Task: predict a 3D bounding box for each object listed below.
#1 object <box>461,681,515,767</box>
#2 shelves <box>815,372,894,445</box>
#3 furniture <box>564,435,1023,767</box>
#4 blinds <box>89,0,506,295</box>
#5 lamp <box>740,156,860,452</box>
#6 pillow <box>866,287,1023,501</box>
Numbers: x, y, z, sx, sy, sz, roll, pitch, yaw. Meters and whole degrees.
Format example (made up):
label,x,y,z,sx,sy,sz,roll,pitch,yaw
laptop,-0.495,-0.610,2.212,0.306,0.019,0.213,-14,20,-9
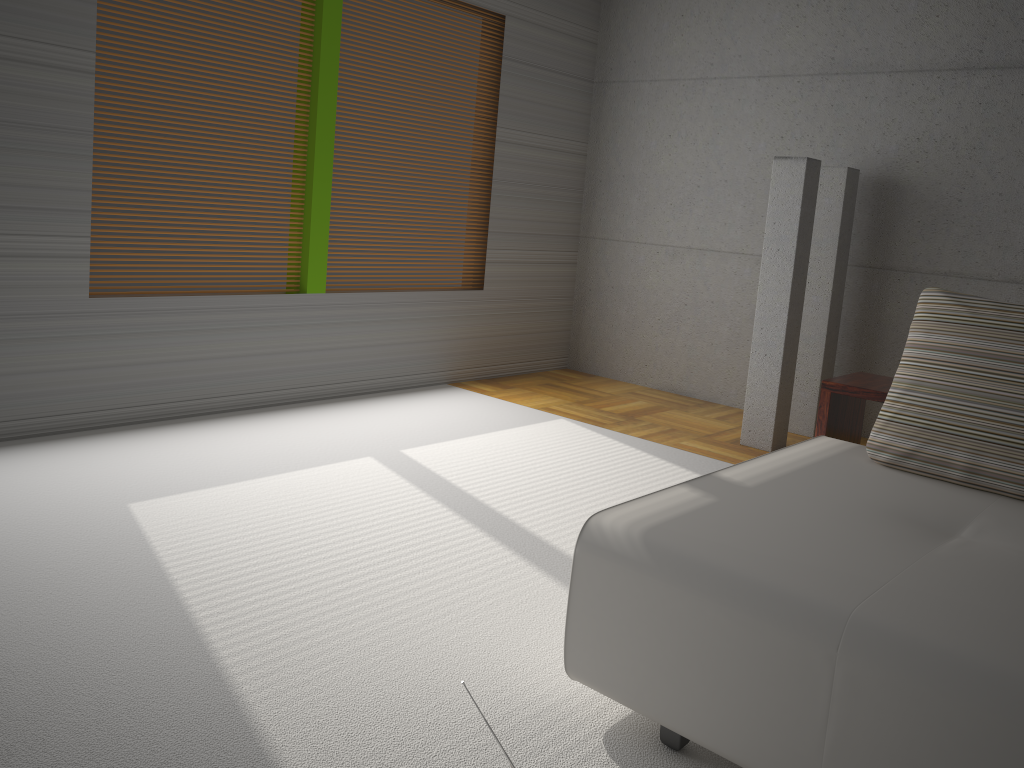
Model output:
label,x,y,z,sx,sy,sz,roll,pitch,yaw
object,-0.008,0.699,1.535,0.185,0.363,0.091,4,7,-8
shelves,2.137,0.534,2.874,2.270,0.708,0.401,14,12,40
furniture,1.459,0.719,2.151,2.187,0.517,1.618,14,14,40
blinds,-1.192,-1.448,5.209,0.012,2.025,3.543,11,12,40
lamp,1.758,-0.488,5.368,0.201,1.675,0.800,11,10,40
pillow,1.650,0.032,2.880,0.807,0.604,0.492,13,12,40
